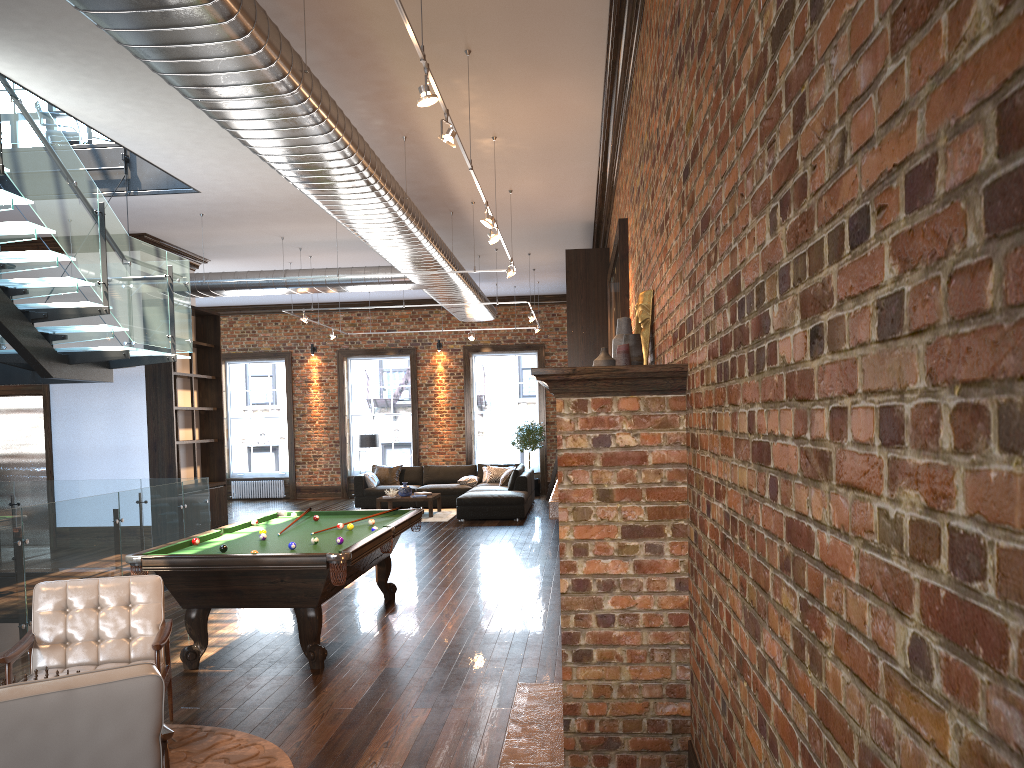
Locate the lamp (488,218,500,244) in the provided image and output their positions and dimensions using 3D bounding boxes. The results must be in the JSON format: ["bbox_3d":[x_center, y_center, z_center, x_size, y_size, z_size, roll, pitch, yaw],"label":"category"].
[{"bbox_3d":[-0.167,-1.426,8.281,0.114,0.231,0.113,-2,2,-16],"label":"lamp"}]

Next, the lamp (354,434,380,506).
[{"bbox_3d":[-2.980,1.756,17.983,0.687,1.470,0.418,0,2,34],"label":"lamp"}]

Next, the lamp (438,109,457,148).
[{"bbox_3d":[-0.394,-1.539,5.351,0.114,0.231,0.113,-2,2,-21],"label":"lamp"}]

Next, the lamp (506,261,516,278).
[{"bbox_3d":[-0.012,-1.347,10.338,0.113,0.231,0.113,-1,2,19],"label":"lamp"}]

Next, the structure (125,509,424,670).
[{"bbox_3d":[-1.723,1.605,7.346,1.553,0.853,2.954,-1,-2,4],"label":"structure"}]

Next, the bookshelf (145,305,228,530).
[{"bbox_3d":[-4.930,0.596,13.501,0.400,3.526,1.778,-1,2,4],"label":"bookshelf"}]

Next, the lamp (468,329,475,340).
[{"bbox_3d":[-0.831,-1.010,18.174,0.113,0.231,0.114,-2,2,-26],"label":"lamp"}]

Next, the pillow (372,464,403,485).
[{"bbox_3d":[-2.577,1.850,18.054,0.701,0.441,0.304,-1,1,5],"label":"pillow"}]

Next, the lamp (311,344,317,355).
[{"bbox_3d":[-4.473,-0.777,19.944,0.126,0.237,0.154,-1,1,4],"label":"lamp"}]

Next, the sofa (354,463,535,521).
[{"bbox_3d":[-1.402,1.993,16.681,3.500,0.806,3.447,-2,-2,4],"label":"sofa"}]

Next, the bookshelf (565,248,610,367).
[{"bbox_3d":[1.360,0.297,15.888,0.600,4.007,7.401,-1,-1,4],"label":"bookshelf"}]

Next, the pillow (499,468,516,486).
[{"bbox_3d":[-0.083,1.808,17.177,0.314,0.356,0.628,-1,-1,4],"label":"pillow"}]

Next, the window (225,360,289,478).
[{"bbox_3d":[-5.825,0.821,20.522,1.520,2.761,0.154,-1,3,4],"label":"window"}]

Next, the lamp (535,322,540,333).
[{"bbox_3d":[0.493,-1.089,17.006,0.113,0.231,0.113,0,2,44],"label":"lamp"}]

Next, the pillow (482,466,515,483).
[{"bbox_3d":[-0.276,1.832,17.839,0.703,0.339,0.269,-2,1,5],"label":"pillow"}]

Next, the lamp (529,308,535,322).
[{"bbox_3d":[0.339,-1.166,15.008,0.113,0.231,0.114,-2,2,-20],"label":"lamp"}]

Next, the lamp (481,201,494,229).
[{"bbox_3d":[-0.217,-1.452,7.618,0.113,0.231,0.113,0,2,34],"label":"lamp"}]

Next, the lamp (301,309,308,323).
[{"bbox_3d":[-3.370,-1.103,14.364,0.114,0.231,0.113,-1,2,25],"label":"lamp"}]

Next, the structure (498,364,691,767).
[{"bbox_3d":[0.383,0.922,4.701,0.887,1.911,1.996,-1,0,4],"label":"structure"}]

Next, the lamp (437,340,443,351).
[{"bbox_3d":[-1.618,-0.855,19.722,0.126,0.237,0.154,-1,1,4],"label":"lamp"}]

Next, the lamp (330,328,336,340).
[{"bbox_3d":[-3.494,-0.981,17.317,0.113,0.231,0.114,-3,2,-45],"label":"lamp"}]

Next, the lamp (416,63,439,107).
[{"bbox_3d":[-0.447,-1.574,4.665,0.116,0.213,0.117,-3,2,-44],"label":"lamp"}]

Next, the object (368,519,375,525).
[{"bbox_3d":[-1.231,1.212,7.774,0.057,0.057,0.057,-2,0,-40],"label":"object"}]

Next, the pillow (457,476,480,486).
[{"bbox_3d":[-0.864,1.936,17.680,0.409,0.204,0.610,-1,-2,2],"label":"pillow"}]

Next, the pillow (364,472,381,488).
[{"bbox_3d":[-2.778,1.915,17.685,0.244,0.306,0.573,-1,-1,5],"label":"pillow"}]

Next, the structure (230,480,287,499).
[{"bbox_3d":[-5.806,2.412,20.315,1.301,0.397,0.215,-2,1,4],"label":"structure"}]

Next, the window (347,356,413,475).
[{"bbox_3d":[-2.975,0.743,20.300,1.520,2.761,0.154,-1,3,4],"label":"window"}]

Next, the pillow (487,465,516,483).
[{"bbox_3d":[-0.217,1.797,17.654,0.611,0.362,0.287,-2,1,8],"label":"pillow"}]

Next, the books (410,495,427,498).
[{"bbox_3d":[-1.672,2.011,15.856,0.261,0.024,0.205,-1,-2,-18],"label":"books"}]

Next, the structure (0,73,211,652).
[{"bbox_3d":[-5.431,0.338,6.989,3.577,14.535,7.027,-1,2,4],"label":"structure"}]

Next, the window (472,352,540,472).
[{"bbox_3d":[-0.123,0.666,20.078,1.520,2.761,0.154,-1,3,4],"label":"window"}]

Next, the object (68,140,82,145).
[{"bbox_3d":[-5.757,-3.106,11.268,0.539,0.771,0.519,-2,1,-26],"label":"object"}]

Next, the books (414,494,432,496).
[{"bbox_3d":[-1.628,2.023,16.200,0.205,0.024,0.261,-3,-3,39],"label":"books"}]

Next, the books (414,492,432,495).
[{"bbox_3d":[-1.628,1.996,16.192,0.205,0.028,0.261,-3,-3,37],"label":"books"}]
